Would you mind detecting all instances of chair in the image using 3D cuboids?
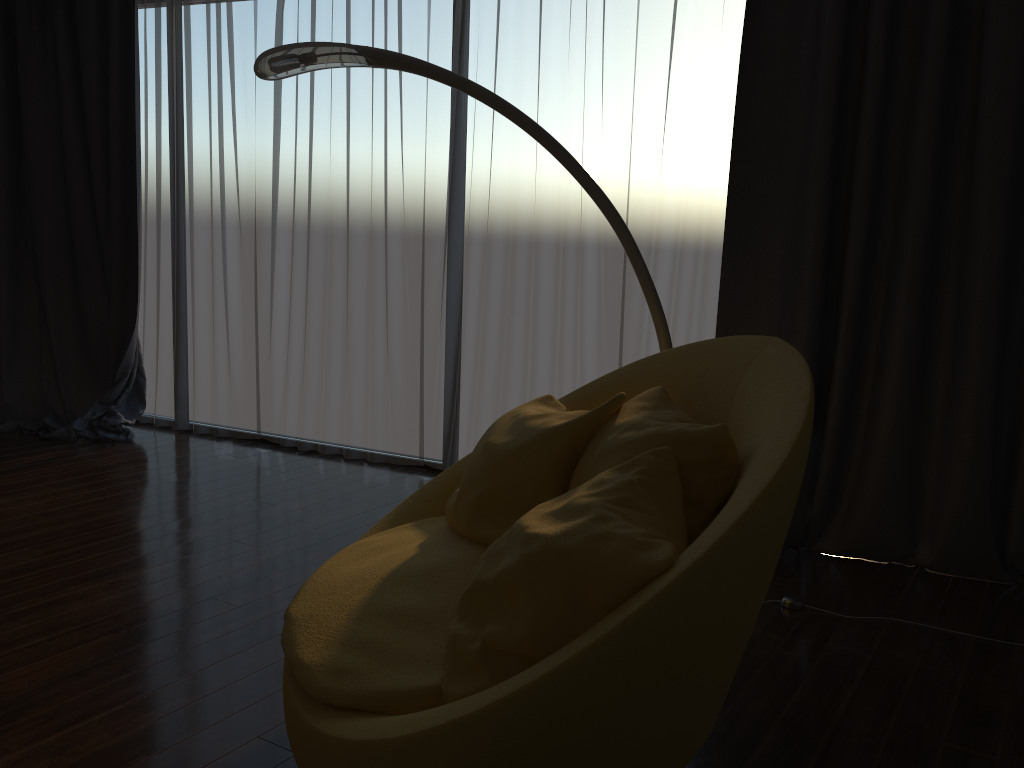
[{"bbox_3d":[0.062,0.375,2.067,1.145,1.003,1.510,2,9,-2],"label":"chair"}]

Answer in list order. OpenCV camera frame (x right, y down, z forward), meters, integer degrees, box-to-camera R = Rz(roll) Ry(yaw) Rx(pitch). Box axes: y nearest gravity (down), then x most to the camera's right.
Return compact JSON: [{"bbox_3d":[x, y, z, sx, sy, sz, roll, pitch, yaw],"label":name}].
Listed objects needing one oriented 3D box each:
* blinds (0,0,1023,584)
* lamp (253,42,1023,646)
[{"bbox_3d":[-0.504,-0.937,4.228,7.226,2.887,0.777,6,9,21],"label":"blinds"},{"bbox_3d":[1.315,-0.064,2.777,4.180,1.775,0.590,4,8,7],"label":"lamp"}]
